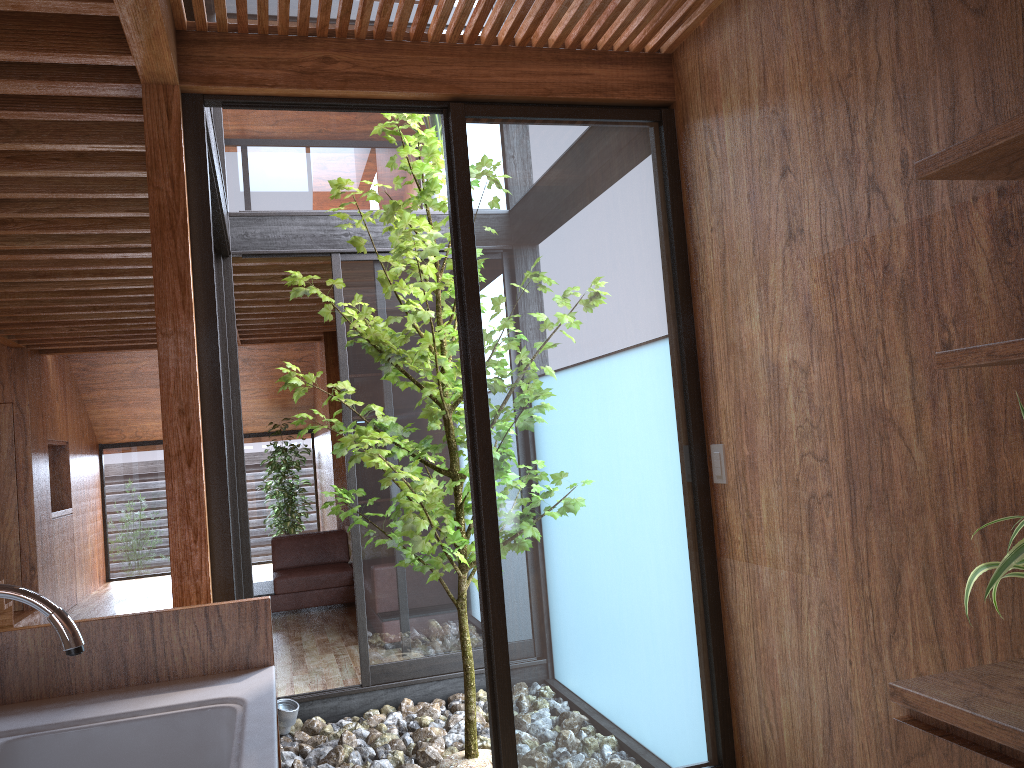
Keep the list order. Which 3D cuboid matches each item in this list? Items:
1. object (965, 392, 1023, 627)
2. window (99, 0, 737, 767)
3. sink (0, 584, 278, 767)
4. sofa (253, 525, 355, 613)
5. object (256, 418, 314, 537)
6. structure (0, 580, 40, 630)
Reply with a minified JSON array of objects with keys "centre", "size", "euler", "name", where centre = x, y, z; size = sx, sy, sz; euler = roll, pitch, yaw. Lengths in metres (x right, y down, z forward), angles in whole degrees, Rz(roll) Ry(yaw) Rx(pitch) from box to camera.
[{"centre":[0.831,0.224,1.266],"size":[0.337,0.449,0.315],"euler":[-5,-3,0],"name":"object"},{"centre":[-1.764,-0.562,3.855],"size":[4.122,5.130,13.911],"euler":[-4,-4,-16],"name":"window"},{"centre":[-0.419,0.416,0.498],"size":[0.560,0.423,2.448],"euler":[-4,-4,-16],"name":"sink"},{"centre":[-1.201,1.352,6.586],"size":[1.707,0.759,2.495],"euler":[-4,-4,-16],"name":"sofa"},{"centre":[-2.584,1.230,10.180],"size":[0.639,1.689,0.677],"euler":[-4,-3,-8],"name":"object"},{"centre":[-3.976,0.771,5.973],"size":[0.833,2.297,2.438],"euler":[-4,-4,-16],"name":"structure"}]
